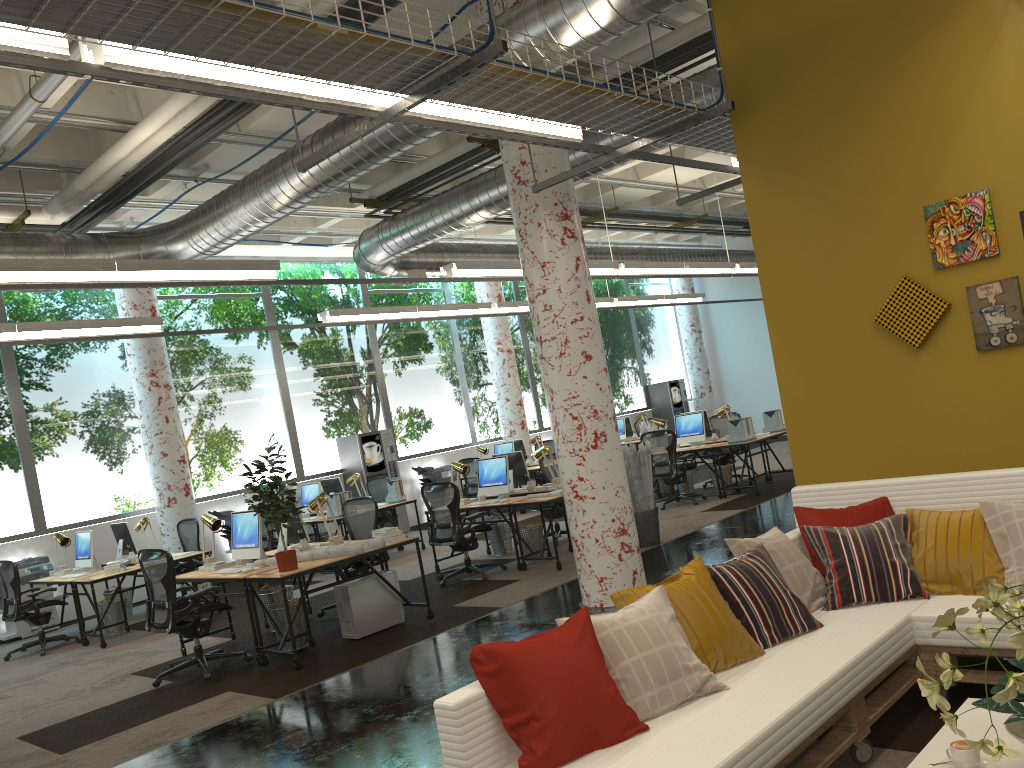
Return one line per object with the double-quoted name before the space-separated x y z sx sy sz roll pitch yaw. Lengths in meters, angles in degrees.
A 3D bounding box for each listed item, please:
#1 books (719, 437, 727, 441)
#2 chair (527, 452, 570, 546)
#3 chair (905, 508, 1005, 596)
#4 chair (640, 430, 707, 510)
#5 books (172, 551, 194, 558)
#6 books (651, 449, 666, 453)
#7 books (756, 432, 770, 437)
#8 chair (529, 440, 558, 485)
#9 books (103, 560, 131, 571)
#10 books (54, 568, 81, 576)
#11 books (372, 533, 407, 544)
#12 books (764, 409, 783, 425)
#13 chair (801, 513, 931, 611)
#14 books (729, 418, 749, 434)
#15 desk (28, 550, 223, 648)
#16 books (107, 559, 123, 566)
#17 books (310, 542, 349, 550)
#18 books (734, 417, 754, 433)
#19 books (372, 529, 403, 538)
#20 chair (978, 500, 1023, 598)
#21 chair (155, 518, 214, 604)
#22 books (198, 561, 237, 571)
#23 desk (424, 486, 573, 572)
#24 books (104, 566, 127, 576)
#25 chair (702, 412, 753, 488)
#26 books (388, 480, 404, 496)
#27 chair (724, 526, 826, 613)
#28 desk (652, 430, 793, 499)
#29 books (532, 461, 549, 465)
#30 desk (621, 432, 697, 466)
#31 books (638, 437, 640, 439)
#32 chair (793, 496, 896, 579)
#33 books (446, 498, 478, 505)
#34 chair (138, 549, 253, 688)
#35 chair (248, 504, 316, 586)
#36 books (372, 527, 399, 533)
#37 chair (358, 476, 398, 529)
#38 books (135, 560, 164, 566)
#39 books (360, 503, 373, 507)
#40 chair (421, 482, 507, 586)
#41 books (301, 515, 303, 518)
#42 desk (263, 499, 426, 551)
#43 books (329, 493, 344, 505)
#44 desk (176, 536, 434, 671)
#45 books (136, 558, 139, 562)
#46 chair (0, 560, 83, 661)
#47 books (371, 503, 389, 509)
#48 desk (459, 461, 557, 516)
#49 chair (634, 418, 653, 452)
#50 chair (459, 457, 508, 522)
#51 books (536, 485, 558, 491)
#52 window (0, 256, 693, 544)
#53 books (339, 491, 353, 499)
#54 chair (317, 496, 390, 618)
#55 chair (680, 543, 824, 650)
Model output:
"books" 3.240 0.784 13.017 0.310 0.038 0.224 -12 -3 44
"chair" 0.527 1.410 11.002 0.773 1.086 0.789 -10 0 27
"chair" 2.080 0.783 4.121 0.524 0.381 0.365 -11 -1 40
"chair" 2.203 1.156 12.364 0.773 1.086 0.789 -10 0 27
"books" -3.834 1.980 10.246 0.201 0.024 0.235 -11 -2 17
"books" 2.196 0.979 13.140 0.310 0.038 0.224 -12 -3 44
"books" 3.559 0.717 12.568 0.201 0.024 0.235 -11 -2 17
"chair" 0.605 1.607 16.438 0.773 1.086 0.789 -10 0 27
"books" -4.330 1.988 9.711 0.193 0.044 0.257 -10 -2 1
"books" -5.347 2.264 10.659 0.310 0.038 0.224 -12 -3 44
"books" -1.077 1.339 7.639 0.273 0.050 0.199 -12 -3 41
"books" 3.781 0.536 12.778 0.235 0.310 0.067 -11 0 44
"chair" 1.700 0.857 4.247 0.517 0.392 0.357 -11 -1 13
"books" 3.093 0.634 12.050 0.235 0.310 0.067 -11 0 44
"desk" -4.563 2.499 10.423 1.950 0.724 1.394 -12 -2 44
"books" -4.351 1.960 9.707 0.152 0.030 0.185 -10 -2 -18
"books" -1.629 1.455 7.918 0.310 0.038 0.224 -12 -3 44
"books" 3.193 0.620 12.156 0.235 0.310 0.067 -11 0 44
"books" -1.081 1.292 7.665 0.192 0.044 0.258 -9 -2 -29
"chair" 2.357 0.690 3.829 0.528 0.428 0.310 -11 0 22
"chair" -4.236 2.294 11.318 0.773 1.086 0.789 -10 0 27
"books" -2.673 1.651 8.040 0.310 0.038 0.224 -12 -3 44
"desk" 0.200 1.615 10.107 1.950 0.724 1.394 -12 -2 44
"books" -4.339 2.037 9.691 0.200 0.050 0.272 -10 -2 -19
"chair" 3.307 1.010 13.799 0.773 1.086 0.789 -10 0 27
"books" -1.634 1.519 12.547 0.235 0.310 0.067 -11 0 44
"chair" 1.303 0.905 4.274 0.543 0.438 0.336 -9 -1 -41
"desk" 2.980 1.215 12.903 1.950 0.724 1.394 -12 -2 44
"books" 0.538 1.380 15.656 0.310 0.038 0.224 -12 -3 44
"desk" 2.489 1.498 17.880 1.950 0.724 1.394 -12 -2 44
"books" 2.749 1.066 17.994 0.310 0.038 0.224 -12 -3 44
"chair" 1.744 0.821 4.537 0.535 0.437 0.286 -11 0 16
"books" -0.584 1.380 10.343 0.310 0.038 0.224 -12 -3 44
"chair" -2.666 1.828 7.264 0.773 1.086 0.789 -10 0 27
"chair" -3.213 2.139 12.132 0.773 1.086 0.789 -10 0 27
"books" -1.098 1.263 7.654 0.186 0.030 0.152 -12 -3 42
"chair" -2.109 1.992 13.568 0.773 1.086 0.789 -10 0 27
"books" -4.098 2.022 10.026 0.244 0.019 0.204 -11 -2 21
"books" -2.176 1.766 12.786 0.310 0.038 0.224 -12 -3 44
"chair" -0.577 1.557 9.567 0.773 1.086 0.789 -10 0 27
"books" -3.220 1.962 12.908 0.310 0.038 0.224 -12 -3 44
"desk" -2.436 2.197 12.672 1.950 0.724 1.394 -12 -2 44
"books" -2.323 1.616 11.819 0.235 0.310 0.067 -11 0 44
"desk" -1.889 1.886 7.804 1.950 0.725 1.394 -12 -2 44
"books" -4.303 2.068 10.536 0.310 0.038 0.224 -12 -3 44
"chair" -5.340 2.441 9.883 0.773 1.086 0.789 -10 0 27
"books" -1.856 1.699 12.337 0.201 0.024 0.235 -11 -2 17
"desk" 0.278 1.812 15.542 1.950 0.724 1.394 -12 -2 44
"chair" 2.816 1.293 18.776 0.773 1.086 0.789 -10 0 27
"chair" -0.499 1.753 15.002 0.773 1.086 0.789 -10 0 27
"books" 0.460 1.184 10.220 0.310 0.038 0.224 -12 -3 44
"window" -4.504 -0.140 13.860 0.050 3.764 26.079 -10 -1 44
"books" -2.222 1.602 11.925 0.235 0.310 0.067 -11 0 44
"chair" -1.562 1.681 8.700 0.773 1.086 0.789 -10 0 27
"chair" 1.077 0.963 3.929 0.521 0.408 0.342 -10 -1 -30
